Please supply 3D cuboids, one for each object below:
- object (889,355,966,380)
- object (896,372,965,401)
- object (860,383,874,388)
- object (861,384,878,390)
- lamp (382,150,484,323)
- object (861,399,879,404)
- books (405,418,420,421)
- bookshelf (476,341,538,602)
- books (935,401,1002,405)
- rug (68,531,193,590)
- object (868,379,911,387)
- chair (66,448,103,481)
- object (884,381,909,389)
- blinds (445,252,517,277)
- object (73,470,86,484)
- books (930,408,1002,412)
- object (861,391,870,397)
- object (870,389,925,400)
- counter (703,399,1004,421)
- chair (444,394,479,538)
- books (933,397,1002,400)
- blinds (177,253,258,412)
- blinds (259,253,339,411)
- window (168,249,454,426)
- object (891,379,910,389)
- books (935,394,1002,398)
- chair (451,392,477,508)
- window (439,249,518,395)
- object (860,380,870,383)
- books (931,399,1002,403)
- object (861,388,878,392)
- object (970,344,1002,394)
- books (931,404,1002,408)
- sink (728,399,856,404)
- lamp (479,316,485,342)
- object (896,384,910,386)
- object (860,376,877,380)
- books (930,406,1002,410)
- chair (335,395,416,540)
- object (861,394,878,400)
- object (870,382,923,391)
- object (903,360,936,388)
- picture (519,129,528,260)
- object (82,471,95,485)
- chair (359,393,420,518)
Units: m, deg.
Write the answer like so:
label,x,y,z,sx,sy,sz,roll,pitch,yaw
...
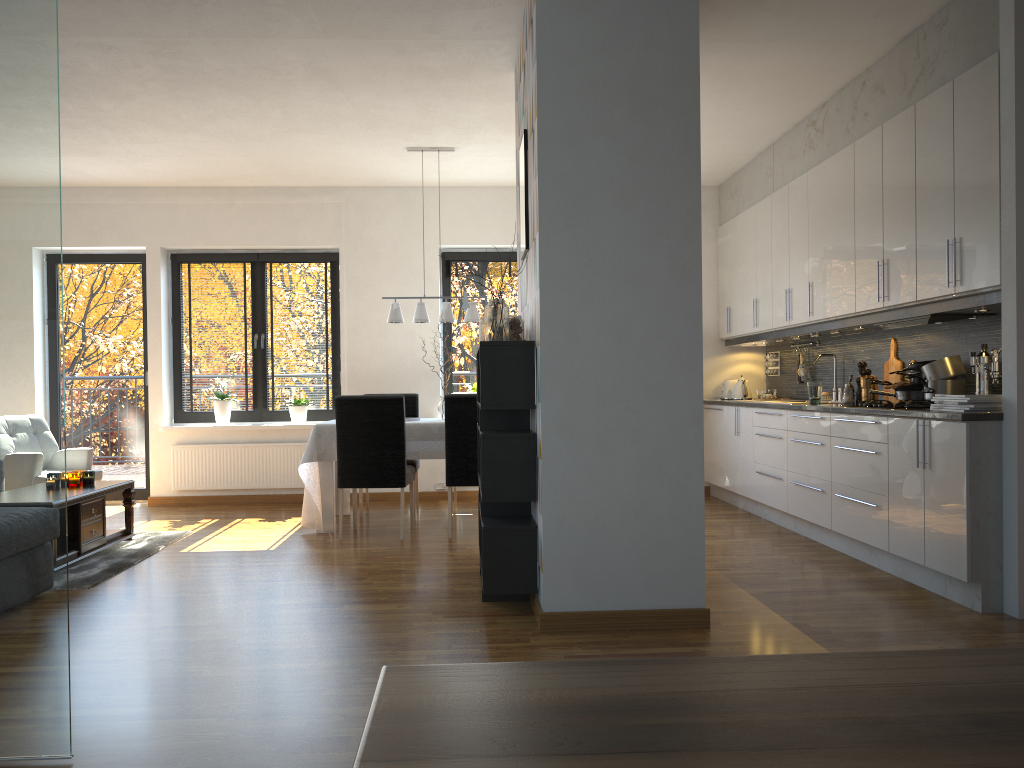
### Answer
label,x,y,z,sx,sy,sz,roll,pitch,yaw
object,2.257,-0.066,4.787,0.203,0.169,0.371,-1,0,-31
object,2.233,0.013,4.690,0.347,0.154,0.200,-1,0,-24
object,2.208,0.009,5.487,0.100,0.036,0.100,-1,0,-10
object,2.212,0.027,5.486,0.101,0.057,0.099,-1,0,8
lamp,-0.597,-1.104,6.644,0.760,1.284,0.131,-1,1,-3
object,2.212,0.109,5.479,0.100,0.036,0.100,-1,0,29
books,-0.846,0.263,6.578,0.278,0.022,0.204,-1,0,24
bookshelf,-0.044,0.417,4.423,0.237,1.201,1.189,-1,0,-3
books,2.107,0.085,4.033,0.252,0.011,0.318,-1,0,9
rug,-2.731,1.045,5.370,1.052,0.034,1.813,-1,0,-4
object,2.252,0.010,5.048,0.356,0.080,0.246,-1,0,0
chair,-3.564,0.654,6.725,0.685,0.832,0.545,-1,0,22
object,2.187,0.006,5.046,0.335,0.044,0.064,-1,0,-41
blinds,-0.252,-1.089,8.084,0.710,0.229,0.049,-1,1,-3
object,-2.769,0.596,5.680,0.079,0.081,0.079,-1,0,-8
books,2.095,0.118,4.019,0.252,0.011,0.318,-1,0,1
object,2.211,0.070,5.483,0.099,0.051,0.099,-1,0,-17
object,2.270,0.059,5.085,0.232,0.061,0.351,-1,0,-30
counter,2.123,0.226,5.929,0.622,0.192,4.249,-1,0,-3
chair,-0.228,0.545,6.156,0.461,0.960,0.544,-1,0,-3
books,2.116,0.063,4.030,0.252,0.011,0.318,-1,0,-2
blinds,-2.630,-0.461,7.964,0.710,1.422,0.049,-1,1,-3
blinds,-1.909,-0.471,8.003,0.710,1.422,0.049,-1,1,-3
window,-2.239,1.807,19.818,12.972,18.373,21.827,-1,0,27
object,2.198,-0.001,5.035,0.059,0.061,0.334,-1,0,40
books,2.122,0.053,4.037,0.252,0.011,0.318,-1,0,4
chair,-0.280,0.549,7.140,0.461,0.960,0.544,-1,0,2
window,0.115,-0.454,8.148,1.561,1.588,0.119,-1,1,-3
object,2.207,-0.008,5.487,0.100,0.036,0.100,-1,0,25
books,2.102,0.074,4.018,0.252,0.011,0.318,-1,0,-1
object,2.213,0.049,5.485,0.100,0.043,0.099,-1,0,-15
object,2.334,-0.063,4.275,0.206,0.370,0.353,-1,0,-3
books,2.096,0.096,3.991,0.252,0.011,0.318,-1,0,-6
sink,2.065,0.212,6.640,0.475,0.168,1.421,-1,0,-3
lamp,-0.104,-0.248,4.120,0.098,0.131,0.106,-1,0,10
object,2.235,0.009,5.026,0.336,0.021,0.065,-1,0,-45
object,2.206,-0.028,5.485,0.099,0.047,0.100,-1,0,-7
books,2.096,0.107,4.007,0.252,0.011,0.318,-1,0,-3
chair,-0.931,0.554,6.118,0.461,0.960,0.544,-1,0,2
object,2.211,0.087,5.481,0.099,0.048,0.100,-1,0,15
object,2.250,0.024,5.061,0.347,0.082,0.243,-1,0,33
object,2.320,-0.054,4.981,0.190,0.159,0.197,-1,0,43
picture,0.057,-0.909,4.322,0.014,0.559,0.365,-1,0,-3
object,-2.683,0.594,5.619,0.079,0.081,0.079,-1,0,-8
chair,-0.983,0.558,7.102,0.461,0.960,0.544,-1,0,-3
